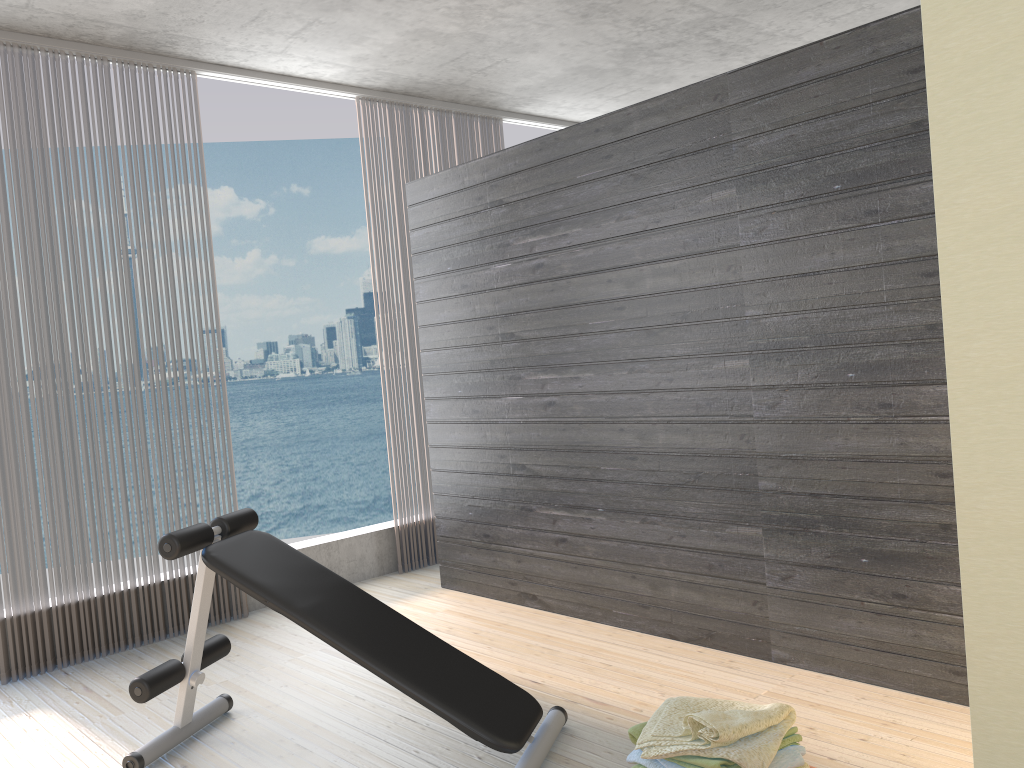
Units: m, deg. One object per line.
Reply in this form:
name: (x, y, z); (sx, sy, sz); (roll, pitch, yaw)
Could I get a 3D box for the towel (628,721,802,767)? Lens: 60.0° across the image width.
towel: (0.558, 0.971, 2.440); (0.376, 0.085, 0.371); (-6, 2, -37)

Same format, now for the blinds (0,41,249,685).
blinds: (-1.864, -0.145, 4.085); (1.133, 2.744, 0.069); (-7, 3, -42)

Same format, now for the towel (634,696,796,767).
towel: (0.549, 0.918, 2.411); (0.373, 0.123, 0.384); (-4, 2, 32)

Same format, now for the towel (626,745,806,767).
towel: (0.549, 1.008, 2.418); (0.383, 0.078, 0.383); (-6, 2, -25)

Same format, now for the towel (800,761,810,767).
towel: (0.574, 1.055, 2.403); (0.376, 0.044, 0.371); (-7, 3, -43)

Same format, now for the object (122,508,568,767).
object: (-0.547, 0.785, 2.790); (1.312, 0.746, 0.505); (-4, 2, 17)

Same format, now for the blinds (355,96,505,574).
blinds: (-0.363, -0.320, 5.446); (1.133, 2.744, 0.069); (-7, 3, -42)

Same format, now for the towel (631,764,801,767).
towel: (0.552, 1.034, 2.395); (0.380, 0.081, 0.367); (-7, 3, -44)

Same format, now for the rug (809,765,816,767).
rug: (-0.207, 1.174, 1.524); (2.779, 0.002, 0.716); (-7, 3, -42)
